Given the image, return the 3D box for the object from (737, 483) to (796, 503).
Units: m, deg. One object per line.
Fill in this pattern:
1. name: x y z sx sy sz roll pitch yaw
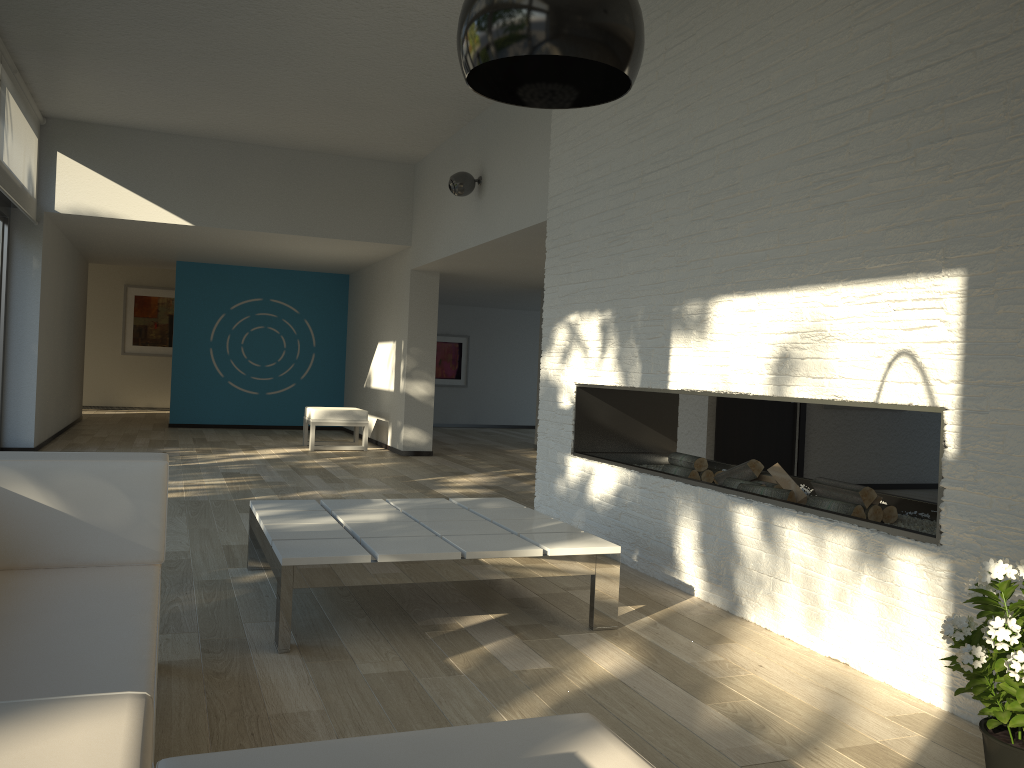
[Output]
1. object: 1.069 0.471 3.746 0.075 0.074 0.246 2 1 -43

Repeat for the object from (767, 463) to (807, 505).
1. object: 1.183 0.429 3.801 0.064 0.165 0.225 2 1 -22

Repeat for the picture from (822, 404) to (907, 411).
1. picture: 3.222 -0.181 8.033 0.958 0.828 0.017 2 0 -21

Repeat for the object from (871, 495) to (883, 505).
1. object: 1.341 0.445 3.468 0.064 0.060 0.229 2 1 -20

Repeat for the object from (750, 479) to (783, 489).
1. object: 1.108 0.470 3.952 0.076 0.076 0.236 2 1 -23

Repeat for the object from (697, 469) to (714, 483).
1. object: 0.914 0.454 4.454 0.076 0.076 0.236 2 1 -23

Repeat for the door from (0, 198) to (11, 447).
1. door: -2.179 -0.246 4.661 19.436 2.373 22.953 2 1 -21

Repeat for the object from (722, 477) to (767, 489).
1. object: 1.035 0.467 3.938 0.075 0.074 0.246 2 1 -23

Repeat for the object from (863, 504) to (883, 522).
1. object: 1.313 0.486 3.421 0.076 0.076 0.236 2 1 -23

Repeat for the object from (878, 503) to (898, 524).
1. object: 1.383 0.489 3.459 0.082 0.073 0.237 2 1 -22

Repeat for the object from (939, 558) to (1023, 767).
1. object: 1.188 0.678 1.993 0.405 0.571 0.431 3 0 1

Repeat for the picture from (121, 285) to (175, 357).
1. picture: -5.923 -1.058 15.196 1.378 1.191 0.017 2 0 -21

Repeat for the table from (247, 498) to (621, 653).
1. table: -0.392 0.713 3.622 1.220 0.305 1.220 2 1 -21

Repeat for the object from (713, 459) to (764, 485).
1. object: 1.035 0.417 4.045 0.093 0.170 0.272 2 1 -23

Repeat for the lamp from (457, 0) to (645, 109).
1. lamp: -0.230 -0.104 0.655 0.282 2.024 1.753 3 0 21

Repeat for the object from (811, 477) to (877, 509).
1. object: 1.276 0.418 3.421 0.093 0.088 0.260 2 1 -23

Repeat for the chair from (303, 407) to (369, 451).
1. chair: -1.959 0.491 9.833 0.611 0.442 0.610 2 1 -21

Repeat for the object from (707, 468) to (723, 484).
1. object: 0.985 0.457 4.492 0.082 0.073 0.237 2 1 -22

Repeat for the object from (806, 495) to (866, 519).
1. object: 1.240 0.483 3.407 0.075 0.074 0.246 2 1 -23

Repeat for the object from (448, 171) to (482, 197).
1. object: -0.362 -1.621 7.213 0.315 0.203 0.201 2 0 -21

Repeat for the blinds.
1. blinds: -2.208 -1.760 2.643 0.056 0.984 11.532 2 1 -21

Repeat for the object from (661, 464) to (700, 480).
1. object: 0.841 0.451 4.440 0.075 0.074 0.246 2 1 -23

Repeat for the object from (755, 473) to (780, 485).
1. object: 1.136 0.429 4.000 0.064 0.060 0.229 2 1 -20

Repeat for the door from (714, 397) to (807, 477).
1. door: 2.154 -0.059 7.649 0.920 1.947 0.108 2 0 -21

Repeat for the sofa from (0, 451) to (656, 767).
1. sofa: -0.710 0.556 1.546 1.545 0.654 2.405 2 1 -21

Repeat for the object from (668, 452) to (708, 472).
1. object: 0.882 0.389 4.451 0.082 0.073 0.237 2 1 -22

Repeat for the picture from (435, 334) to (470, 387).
1. picture: -1.140 -0.377 14.097 0.958 0.828 0.017 2 0 -21
